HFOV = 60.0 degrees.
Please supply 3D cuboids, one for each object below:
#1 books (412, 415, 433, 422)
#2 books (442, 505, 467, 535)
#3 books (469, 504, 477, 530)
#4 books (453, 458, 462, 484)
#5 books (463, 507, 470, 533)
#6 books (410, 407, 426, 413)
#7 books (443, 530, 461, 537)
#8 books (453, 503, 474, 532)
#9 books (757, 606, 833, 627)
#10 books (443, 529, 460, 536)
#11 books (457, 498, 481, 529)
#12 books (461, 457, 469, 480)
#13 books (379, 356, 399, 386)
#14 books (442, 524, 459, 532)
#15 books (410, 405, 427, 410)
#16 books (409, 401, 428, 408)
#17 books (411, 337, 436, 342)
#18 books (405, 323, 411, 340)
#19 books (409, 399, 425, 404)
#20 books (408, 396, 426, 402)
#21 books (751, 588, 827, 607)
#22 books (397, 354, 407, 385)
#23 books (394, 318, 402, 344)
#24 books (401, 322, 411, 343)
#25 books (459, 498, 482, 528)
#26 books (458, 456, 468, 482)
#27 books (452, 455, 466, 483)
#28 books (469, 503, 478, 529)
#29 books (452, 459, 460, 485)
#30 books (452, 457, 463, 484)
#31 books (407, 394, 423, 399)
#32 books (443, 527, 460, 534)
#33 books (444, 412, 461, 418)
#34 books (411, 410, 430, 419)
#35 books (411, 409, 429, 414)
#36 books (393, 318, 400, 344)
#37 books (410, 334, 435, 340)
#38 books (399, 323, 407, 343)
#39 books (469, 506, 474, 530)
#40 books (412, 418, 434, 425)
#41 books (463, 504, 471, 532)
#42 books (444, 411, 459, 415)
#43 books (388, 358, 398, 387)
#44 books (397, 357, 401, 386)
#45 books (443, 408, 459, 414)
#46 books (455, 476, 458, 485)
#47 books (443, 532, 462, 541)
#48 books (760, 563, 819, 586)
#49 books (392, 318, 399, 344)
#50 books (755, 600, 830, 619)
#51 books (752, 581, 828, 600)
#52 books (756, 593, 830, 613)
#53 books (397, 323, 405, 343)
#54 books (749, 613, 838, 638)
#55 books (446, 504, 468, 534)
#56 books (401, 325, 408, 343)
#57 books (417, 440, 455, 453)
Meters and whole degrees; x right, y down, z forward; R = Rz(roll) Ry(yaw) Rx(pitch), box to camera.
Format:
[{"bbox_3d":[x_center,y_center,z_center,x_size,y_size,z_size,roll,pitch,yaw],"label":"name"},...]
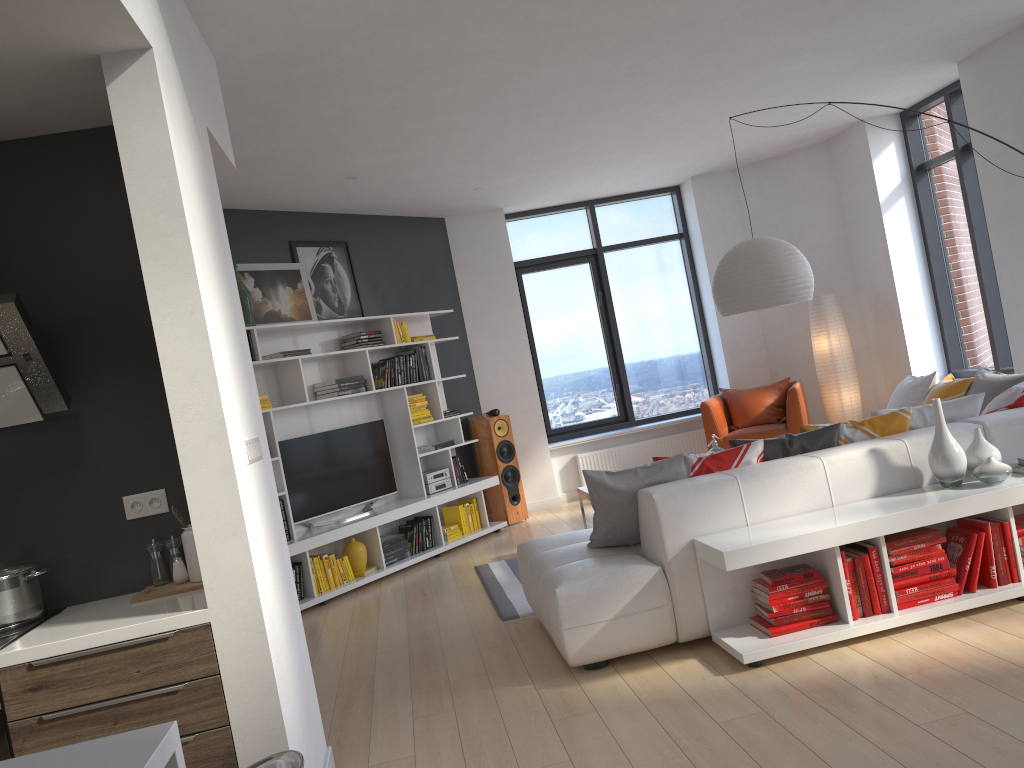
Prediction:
[{"bbox_3d":[-0.851,0.312,7.697,0.203,0.024,0.257,-10,1,40],"label":"books"},{"bbox_3d":[-0.502,1.195,7.764,0.198,0.255,0.044,-11,1,37],"label":"books"},{"bbox_3d":[-0.408,1.187,7.881,0.172,0.234,0.024,-11,1,37],"label":"books"},{"bbox_3d":[-0.549,0.787,7.914,0.170,0.236,0.049,-11,1,38],"label":"books"},{"bbox_3d":[-0.456,1.202,7.792,0.156,0.229,0.024,-11,1,37],"label":"books"},{"bbox_3d":[-0.872,0.235,7.687,0.145,0.023,0.217,-10,1,41],"label":"books"},{"bbox_3d":[-0.553,1.297,7.667,0.148,0.011,0.196,-11,1,37],"label":"books"},{"bbox_3d":[-0.442,1.186,7.840,0.185,0.250,0.035,-11,1,37],"label":"books"},{"bbox_3d":[1.216,0.979,3.824,0.259,0.034,0.206,-11,0,-5],"label":"books"},{"bbox_3d":[-0.544,1.281,7.651,0.113,0.018,0.169,-10,1,39],"label":"books"},{"bbox_3d":[-0.386,1.165,7.931,0.204,0.270,0.029,-11,1,37],"label":"books"},{"bbox_3d":[-0.503,0.778,8.022,0.179,0.233,0.077,-11,1,37],"label":"books"},{"bbox_3d":[-1.042,-0.094,7.516,0.192,0.254,0.075,-11,1,36],"label":"books"},{"bbox_3d":[-0.571,1.250,7.670,0.138,0.026,0.186,-11,1,37],"label":"books"},{"bbox_3d":[-0.882,0.216,7.707,0.171,0.019,0.239,-11,1,37],"label":"books"},{"bbox_3d":[-0.879,0.190,7.714,0.176,0.033,0.239,-10,1,40],"label":"books"},{"bbox_3d":[-0.833,-0.379,7.846,0.194,0.028,0.257,-10,1,42],"label":"books"},{"bbox_3d":[-0.948,-0.435,7.658,0.142,0.184,0.044,-10,1,38],"label":"books"},{"bbox_3d":[-0.890,0.163,7.710,0.227,0.022,0.160,-11,1,-37],"label":"books"},{"bbox_3d":[-0.887,0.139,7.714,0.163,0.023,0.223,-10,1,41],"label":"books"},{"bbox_3d":[1.195,0.900,3.838,0.261,0.028,0.191,-11,0,-8],"label":"books"},{"bbox_3d":[-0.984,-0.108,7.593,0.197,0.260,0.066,-11,1,37],"label":"books"},{"bbox_3d":[-1.035,-0.438,7.576,0.164,0.224,0.054,-11,1,36],"label":"books"},{"bbox_3d":[-0.955,-0.433,7.635,0.141,0.184,0.064,-10,1,38],"label":"books"},{"bbox_3d":[-0.377,1.163,7.957,0.213,0.270,0.025,-11,1,37],"label":"books"},{"bbox_3d":[-0.499,0.774,7.976,0.177,0.242,0.066,-11,1,37],"label":"books"},{"bbox_3d":[-0.524,0.773,7.957,0.193,0.255,0.066,-11,1,37],"label":"books"},{"bbox_3d":[-0.395,1.184,7.904,0.172,0.234,0.024,-11,1,37],"label":"books"},{"bbox_3d":[-0.569,0.791,7.899,0.189,0.240,0.053,-11,1,38],"label":"books"},{"bbox_3d":[-0.531,0.780,7.927,0.169,0.242,0.050,-11,1,37],"label":"books"},{"bbox_3d":[-0.914,0.120,7.720,0.163,0.023,0.223,-10,1,41],"label":"books"},{"bbox_3d":[-0.555,1.267,7.665,0.134,0.014,0.187,-11,1,37],"label":"books"},{"bbox_3d":[-0.587,0.287,7.960,0.161,0.023,0.213,-10,1,41],"label":"books"},{"bbox_3d":[-0.861,0.279,7.701,0.189,0.042,0.243,-11,1,37],"label":"books"},{"bbox_3d":[-0.878,0.254,7.707,0.189,0.014,0.251,-10,1,40],"label":"books"},{"bbox_3d":[-1.046,-0.436,7.547,0.163,0.224,0.041,-11,1,36],"label":"books"},{"bbox_3d":[-0.847,-0.402,7.848,0.203,0.024,0.257,-10,1,40],"label":"books"},{"bbox_3d":[-0.977,-0.426,7.600,0.128,0.178,0.044,-11,1,37],"label":"books"},{"bbox_3d":[-0.425,1.188,7.864,0.169,0.239,0.023,-11,1,37],"label":"books"},{"bbox_3d":[-0.838,0.335,7.695,0.194,0.028,0.257,-10,1,42],"label":"books"},{"bbox_3d":[-0.460,1.189,7.819,0.180,0.251,0.019,-11,1,37],"label":"books"},{"bbox_3d":[-0.593,0.269,7.961,0.142,0.015,0.198,-11,1,36],"label":"books"},{"bbox_3d":[-1.034,-0.087,7.482,0.172,0.242,0.069,-10,1,38],"label":"books"},{"bbox_3d":[-1.020,-0.091,7.534,0.179,0.243,0.068,-11,1,36],"label":"books"},{"bbox_3d":[-0.607,0.252,7.972,0.161,0.023,0.213,-10,1,41],"label":"books"},{"bbox_3d":[-0.594,0.780,7.876,0.202,0.268,0.053,-11,1,37],"label":"books"},{"bbox_3d":[-0.546,1.318,7.664,0.147,0.033,0.190,-11,1,37],"label":"books"},{"bbox_3d":[1.192,0.820,3.816,0.206,0.029,0.152,-11,0,-2],"label":"books"},{"bbox_3d":[-1.045,-0.438,7.517,0.161,0.229,0.041,-11,1,36],"label":"books"},{"bbox_3d":[1.202,0.951,3.814,0.266,0.026,0.187,-11,0,-2],"label":"books"},{"bbox_3d":[1.195,0.873,3.821,0.269,0.028,0.179,-11,0,-6],"label":"books"},{"bbox_3d":[1.207,0.924,3.822,0.257,0.025,0.182,-11,0,-8],"label":"books"},{"bbox_3d":[-0.995,-0.423,7.588,0.132,0.180,0.054,-11,1,37],"label":"books"},{"bbox_3d":[1.207,1.014,3.814,0.301,0.032,0.227,-11,0,-8],"label":"books"},{"bbox_3d":[-0.486,1.190,7.790,0.199,0.263,0.015,-11,1,37],"label":"books"},{"bbox_3d":[-0.955,-0.420,7.607,0.108,0.161,0.046,-11,1,36],"label":"books"},{"bbox_3d":[-0.692,0.552,7.837,0.250,0.047,0.310,-11,1,33],"label":"books"}]
